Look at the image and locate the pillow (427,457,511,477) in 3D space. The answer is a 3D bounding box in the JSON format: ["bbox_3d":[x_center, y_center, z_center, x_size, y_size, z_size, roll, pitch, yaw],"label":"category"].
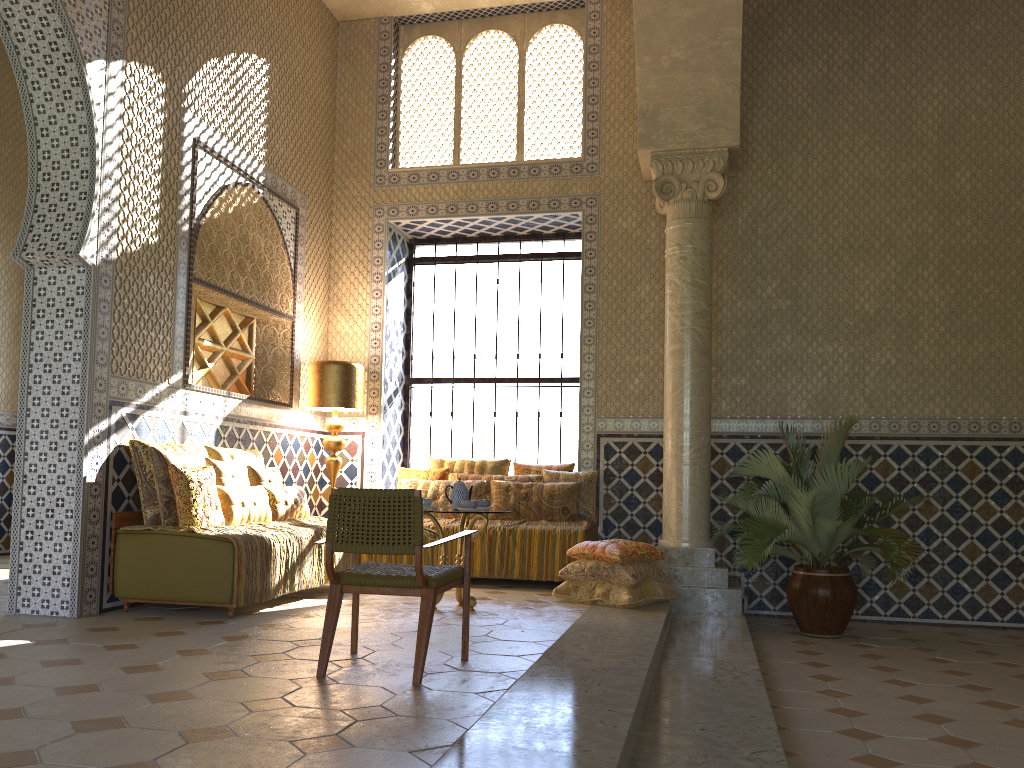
[{"bbox_3d":[-0.629,1.408,11.981,1.192,0.829,0.424,0,-4,13],"label":"pillow"}]

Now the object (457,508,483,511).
[{"bbox_3d":[-0.405,1.215,8.561,0.255,0.032,0.257,0,-6,9],"label":"object"}]

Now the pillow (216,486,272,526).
[{"bbox_3d":[-2.777,1.278,9.163,0.271,0.449,0.987,0,-6,13],"label":"pillow"}]

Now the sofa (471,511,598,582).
[{"bbox_3d":[-0.372,2.080,11.384,2.849,0.934,1.279,0,-5,12],"label":"sofa"}]

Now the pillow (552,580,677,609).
[{"bbox_3d":[1.134,2.263,9.679,0.992,0.367,1.046,-3,-8,37],"label":"pillow"}]

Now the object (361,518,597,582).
[{"bbox_3d":[-0.424,2.064,11.332,2.885,0.715,1.320,0,-6,13],"label":"object"}]

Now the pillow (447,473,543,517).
[{"bbox_3d":[-0.246,1.485,11.645,1.341,0.613,0.372,0,-4,13],"label":"pillow"}]

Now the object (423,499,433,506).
[{"bbox_3d":[-0.895,1.212,8.961,0.183,0.100,0.184,2,-6,-6],"label":"object"}]

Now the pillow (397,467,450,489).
[{"bbox_3d":[-1.226,1.461,11.885,0.741,0.691,0.342,0,-4,13],"label":"pillow"}]

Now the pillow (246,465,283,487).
[{"bbox_3d":[-2.785,1.254,10.082,0.313,0.635,0.684,0,-5,13],"label":"pillow"}]

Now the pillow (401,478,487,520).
[{"bbox_3d":[-0.926,1.518,11.569,1.191,0.545,0.330,0,-4,13],"label":"pillow"}]

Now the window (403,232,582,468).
[{"bbox_3d":[-3.068,-0.268,13.515,8.482,3.977,0.576,0,-3,9],"label":"window"}]

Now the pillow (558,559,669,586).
[{"bbox_3d":[1.118,2.061,9.685,0.932,0.346,0.883,-3,-7,33],"label":"pillow"}]

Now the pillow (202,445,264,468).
[{"bbox_3d":[-3.081,1.135,10.025,0.422,0.829,1.198,0,-5,13],"label":"pillow"}]

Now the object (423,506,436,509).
[{"bbox_3d":[-0.896,1.249,8.960,0.256,0.032,0.257,2,-6,-9],"label":"object"}]

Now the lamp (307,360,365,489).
[{"bbox_3d":[-2.376,1.124,11.785,0.737,2.804,0.739,2,-4,-18],"label":"lamp"}]

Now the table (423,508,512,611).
[{"bbox_3d":[-0.559,1.750,8.852,1.102,0.977,1.104,-3,-7,42],"label":"table"}]

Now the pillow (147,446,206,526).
[{"bbox_3d":[-3.192,1.013,8.595,0.383,0.777,0.837,0,-5,13],"label":"pillow"}]

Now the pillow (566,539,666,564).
[{"bbox_3d":[1.136,1.853,9.685,0.750,0.309,0.805,7,-8,-43],"label":"pillow"}]

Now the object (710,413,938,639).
[{"bbox_3d":[3.584,1.574,9.935,2.641,2.493,2.173,1,-5,-1],"label":"object"}]

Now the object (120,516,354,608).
[{"bbox_3d":[-2.684,1.786,9.288,1.314,0.715,2.899,0,-6,13],"label":"object"}]

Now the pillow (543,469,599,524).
[{"bbox_3d":[0.734,1.454,11.450,0.741,0.691,0.342,0,-4,13],"label":"pillow"}]

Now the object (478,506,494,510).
[{"bbox_3d":[-0.315,1.288,9.191,0.256,0.032,0.257,2,-6,-9],"label":"object"}]

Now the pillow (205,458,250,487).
[{"bbox_3d":[-2.958,1.133,9.301,0.340,0.691,0.744,0,-5,13],"label":"pillow"}]

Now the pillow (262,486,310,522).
[{"bbox_3d":[-2.575,1.385,10.076,0.271,0.449,0.987,0,-6,13],"label":"pillow"}]

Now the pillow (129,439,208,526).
[{"bbox_3d":[-3.339,0.998,8.859,0.422,0.829,1.198,0,-5,13],"label":"pillow"}]

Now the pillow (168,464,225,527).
[{"bbox_3d":[-2.970,1.090,8.393,0.345,0.649,0.688,0,-5,12],"label":"pillow"}]

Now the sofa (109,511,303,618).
[{"bbox_3d":[-2.742,1.796,9.313,1.273,0.934,2.863,0,-6,12],"label":"sofa"}]

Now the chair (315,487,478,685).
[{"bbox_3d":[-0.812,1.312,6.031,0.950,1.205,0.910,0,-5,13],"label":"chair"}]

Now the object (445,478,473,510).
[{"bbox_3d":[-0.533,1.107,8.928,0.273,0.322,0.200,1,-4,2],"label":"object"}]

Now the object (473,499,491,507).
[{"bbox_3d":[-0.314,1.250,9.192,0.183,0.100,0.184,1,-6,1],"label":"object"}]

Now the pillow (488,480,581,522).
[{"bbox_3d":[0.271,1.513,11.304,1.191,0.545,0.330,0,-4,13],"label":"pillow"}]

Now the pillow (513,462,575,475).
[{"bbox_3d":[0.394,1.440,11.812,0.855,0.798,0.395,0,-4,13],"label":"pillow"}]

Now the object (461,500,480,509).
[{"bbox_3d":[-0.403,1.177,8.563,0.183,0.100,0.184,0,-6,9],"label":"object"}]
